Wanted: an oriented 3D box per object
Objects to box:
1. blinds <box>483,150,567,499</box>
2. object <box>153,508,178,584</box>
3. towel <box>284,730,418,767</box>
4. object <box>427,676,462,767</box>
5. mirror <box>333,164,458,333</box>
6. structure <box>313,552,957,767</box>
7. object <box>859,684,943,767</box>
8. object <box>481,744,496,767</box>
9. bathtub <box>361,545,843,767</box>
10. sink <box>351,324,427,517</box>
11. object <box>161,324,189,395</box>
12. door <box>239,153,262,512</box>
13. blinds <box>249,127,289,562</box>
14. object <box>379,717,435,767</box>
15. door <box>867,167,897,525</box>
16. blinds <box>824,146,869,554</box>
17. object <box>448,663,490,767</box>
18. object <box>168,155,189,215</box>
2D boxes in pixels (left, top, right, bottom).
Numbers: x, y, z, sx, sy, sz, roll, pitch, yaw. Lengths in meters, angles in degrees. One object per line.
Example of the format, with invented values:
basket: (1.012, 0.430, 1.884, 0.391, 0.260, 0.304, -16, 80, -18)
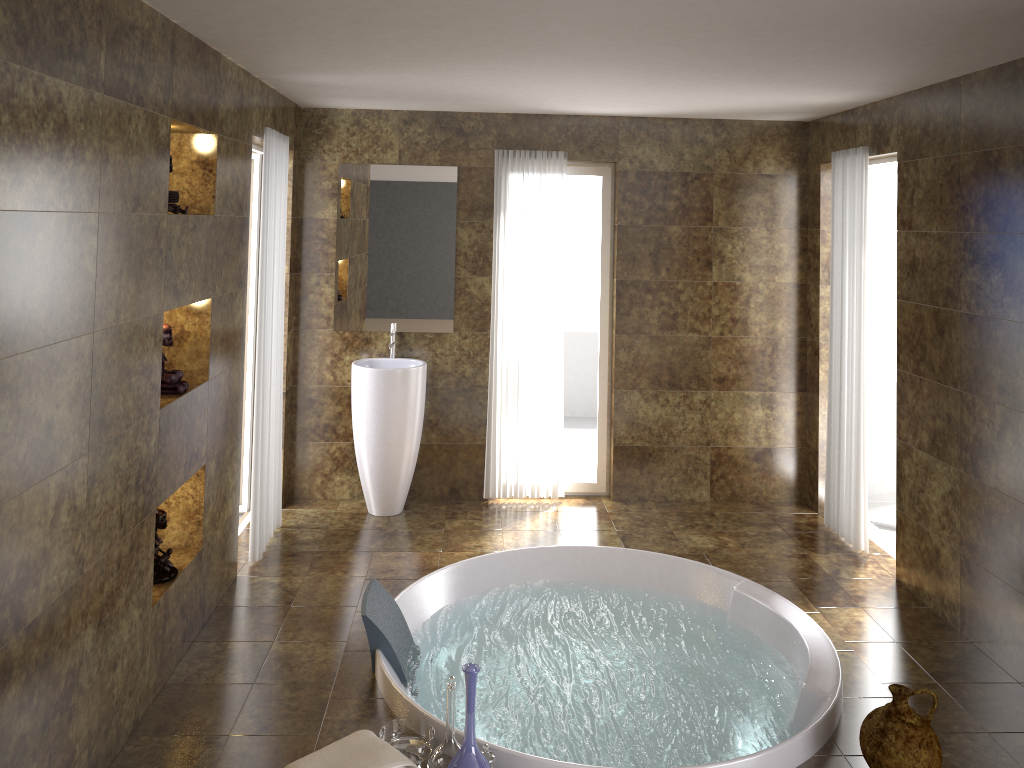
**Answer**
blinds: (0.101, -0.394, 5.566, 0.519, 2.249, 0.067, 1, -2, -3)
object: (-1.396, 0.624, 3.412, 0.152, 0.272, 0.152, 1, 1, -2)
towel: (-0.471, 1.138, 2.461, 0.342, 0.149, 0.323, 9, 11, 41)
object: (-0.183, 1.026, 2.566, 0.130, 0.306, 0.130, 1, 0, 5)
mirror: (-0.750, -0.877, 5.580, 0.768, 1.084, 0.008, 1, -2, -3)
structure: (0.350, 1.103, 3.364, 2.003, 0.123, 2.037, 1, 11, -3)
object: (1.176, 1.063, 2.618, 0.230, 0.273, 0.232, 0, 3, -31)
object: (-0.078, 1.125, 2.555, 0.057, 0.115, 0.058, 1, 0, -40)
bathtub: (0.349, 1.096, 3.363, 1.760, 0.518, 1.768, 6, 11, 28)
sink: (-0.763, 0.216, 5.311, 0.459, 1.128, 0.437, 1, -1, 0)
object: (-1.389, -0.106, 3.468, 0.174, 0.283, 0.112, 1, -1, -3)
door: (-2.042, -0.316, 5.192, 0.960, 2.212, 0.040, 1, -2, -13)
blinds: (-1.313, -0.267, 4.751, 0.068, 2.261, 0.599, 1, -2, -3)
object: (-0.325, 1.117, 2.675, 0.170, 0.075, 0.172, -2, 9, -21)
door: (2.535, -0.217, 5.211, 0.963, 2.212, 0.040, 1, -2, 31)
blinds: (1.930, -0.241, 4.999, 0.069, 2.261, 0.483, 1, -2, -3)
object: (-0.119, 0.997, 2.433, 0.136, 0.417, 0.135, 1, -1, 5)
object: (-1.375, -0.804, 3.432, 0.152, 0.265, 0.122, 1, 0, -3)
